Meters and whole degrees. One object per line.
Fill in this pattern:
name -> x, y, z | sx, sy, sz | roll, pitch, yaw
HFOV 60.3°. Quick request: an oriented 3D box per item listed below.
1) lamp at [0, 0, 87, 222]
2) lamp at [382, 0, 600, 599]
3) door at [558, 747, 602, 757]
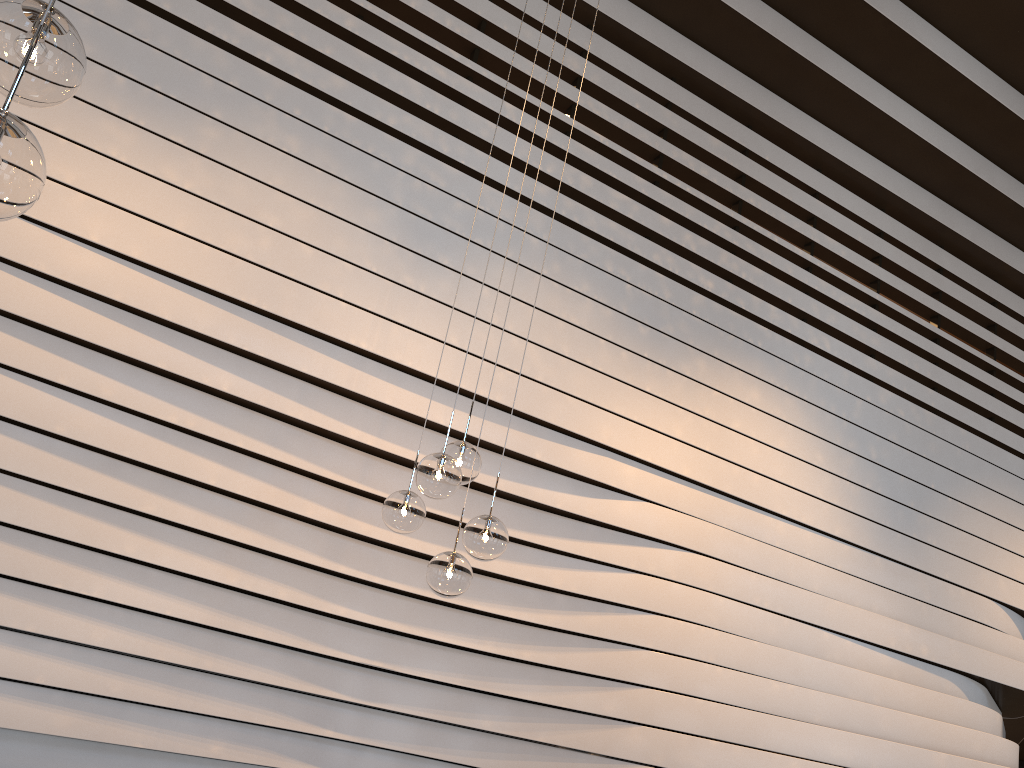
lamp -> -0.588, -2.418, 1.890 | 0.666, 4.598, 0.317 | 17, -18, -17
lamp -> 0.120, -1.405, 3.790 | 0.533, 4.571, 0.342 | 4, -19, 25
door -> 0.556, 3.179, 6.550 | 0.164, 2.041, 0.991 | 20, -19, -23
